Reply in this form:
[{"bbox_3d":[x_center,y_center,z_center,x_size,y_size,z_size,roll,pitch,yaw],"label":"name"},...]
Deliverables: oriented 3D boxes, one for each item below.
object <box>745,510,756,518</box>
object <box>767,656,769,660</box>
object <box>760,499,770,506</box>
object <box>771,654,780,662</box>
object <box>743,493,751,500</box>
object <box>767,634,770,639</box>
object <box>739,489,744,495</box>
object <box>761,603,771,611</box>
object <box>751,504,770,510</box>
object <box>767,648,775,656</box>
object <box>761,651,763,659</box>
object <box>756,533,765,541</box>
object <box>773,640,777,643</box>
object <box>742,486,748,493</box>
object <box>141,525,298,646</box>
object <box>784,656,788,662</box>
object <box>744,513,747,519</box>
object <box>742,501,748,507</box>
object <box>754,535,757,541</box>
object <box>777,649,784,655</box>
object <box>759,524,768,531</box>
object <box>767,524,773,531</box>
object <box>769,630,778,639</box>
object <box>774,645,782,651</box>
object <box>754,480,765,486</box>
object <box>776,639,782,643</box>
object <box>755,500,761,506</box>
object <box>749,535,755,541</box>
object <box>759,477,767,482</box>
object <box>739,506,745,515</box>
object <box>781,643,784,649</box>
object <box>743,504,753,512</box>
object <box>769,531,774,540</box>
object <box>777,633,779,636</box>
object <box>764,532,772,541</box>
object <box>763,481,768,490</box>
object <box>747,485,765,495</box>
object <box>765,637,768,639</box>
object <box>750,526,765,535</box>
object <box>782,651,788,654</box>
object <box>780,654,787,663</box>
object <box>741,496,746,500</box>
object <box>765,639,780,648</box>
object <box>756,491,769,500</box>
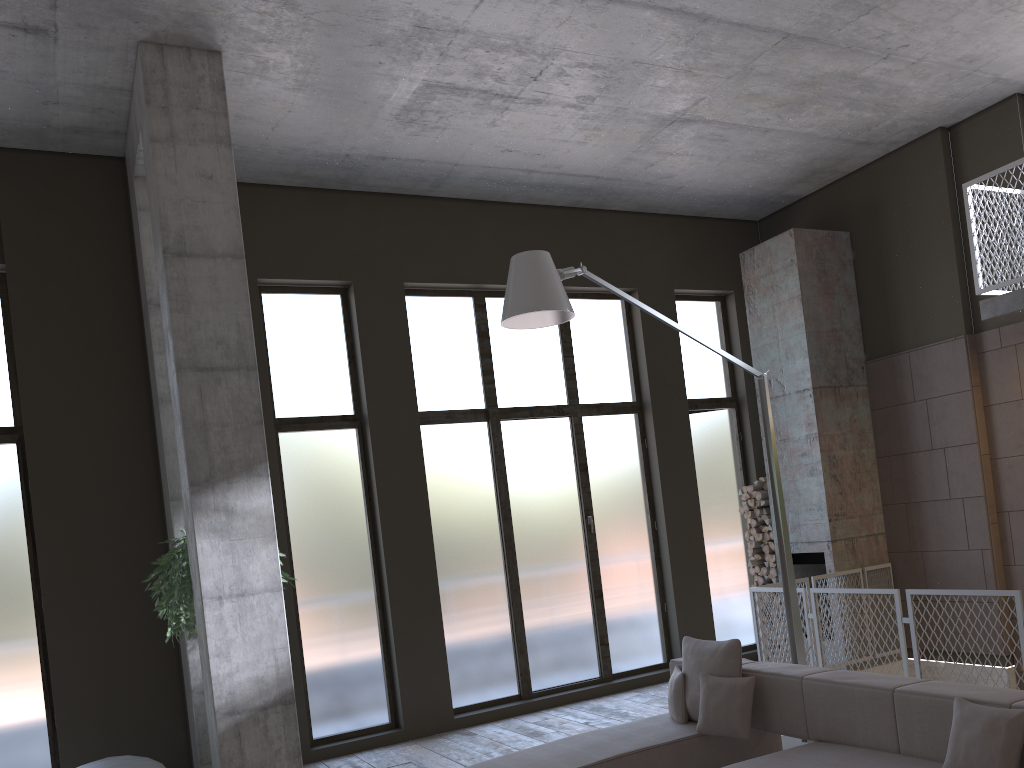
[{"bbox_3d":[2.860,1.459,9.952,0.477,0.083,0.095,-2,-7,-28],"label":"object"},{"bbox_3d":[3.058,3.100,10.016,0.420,0.067,0.068,-2,-7,-28],"label":"object"},{"bbox_3d":[2.952,1.305,9.771,0.420,0.067,0.067,-2,-7,-28],"label":"object"},{"bbox_3d":[3.126,3.061,9.876,0.477,0.083,0.095,-2,-7,-28],"label":"object"},{"bbox_3d":[2.823,1.260,9.958,0.433,0.079,0.114,-2,-8,-28],"label":"object"},{"bbox_3d":[3.028,2.837,9.938,0.330,0.056,0.090,-2,-8,-28],"label":"object"},{"bbox_3d":[2.777,1.223,10.058,0.421,0.068,0.068,-2,-7,-28],"label":"object"},{"bbox_3d":[2.984,2.506,9.937,0.477,0.083,0.095,-2,-7,-28],"label":"object"},{"bbox_3d":[2.903,1.373,9.905,0.433,0.079,0.116,-2,-8,-28],"label":"object"},{"bbox_3d":[3.074,3.014,9.981,0.435,0.093,0.094,-2,-7,-28],"label":"object"},{"bbox_3d":[2.993,3.086,10.057,0.362,0.124,0.064,-2,-4,-29],"label":"object"},{"bbox_3d":[2.966,1.703,9.893,0.477,0.083,0.095,-2,-7,-28],"label":"object"},{"bbox_3d":[3.083,2.863,9.895,0.357,0.074,0.065,-2,-6,-29],"label":"object"},{"bbox_3d":[2.829,1.194,10.016,0.453,0.090,0.092,-2,-7,-29],"label":"object"},{"bbox_3d":[-2.084,1.817,6.220,1.009,1.851,0.966,-8,-3,28],"label":"object"},{"bbox_3d":[3.216,3.018,9.731,0.435,0.091,0.093,-2,-7,-28],"label":"object"},{"bbox_3d":[2.829,1.484,10.020,0.420,0.067,0.068,-2,-7,-28],"label":"object"},{"bbox_3d":[2.816,1.358,10.045,0.423,0.086,0.067,-2,-6,-30],"label":"object"},{"bbox_3d":[2.935,1.728,9.961,0.420,0.067,0.068,-2,-7,-28],"label":"object"},{"bbox_3d":[3.169,2.975,9.828,0.433,0.079,0.116,-2,-8,-28],"label":"object"},{"bbox_3d":[2.971,1.625,9.941,0.361,0.086,0.103,-2,-7,-28],"label":"object"},{"bbox_3d":[3.025,1.578,9.769,0.420,0.072,0.072,-2,-7,-28],"label":"object"},{"bbox_3d":[3.086,2.787,9.861,0.453,0.089,0.092,-2,-7,-29],"label":"object"},{"bbox_3d":[3.131,2.982,9.924,0.361,0.086,0.103,-2,-7,-28],"label":"object"},{"bbox_3d":[2.882,1.114,9.888,0.357,0.073,0.066,-2,-6,-29],"label":"object"},{"bbox_3d":[3.124,2.830,9.803,0.362,0.067,0.124,-2,-9,-26],"label":"object"},{"bbox_3d":[2.916,1.322,9.843,0.420,0.066,0.068,-2,-7,-28],"label":"object"},{"bbox_3d":[2.898,1.742,10.033,0.420,0.067,0.068,-2,-7,-28],"label":"object"},{"bbox_3d":[2.928,1.064,9.845,0.330,0.055,0.089,-2,-8,-28],"label":"object"},{"bbox_3d":[2.797,1.431,10.059,0.435,0.092,0.093,-2,-7,-28],"label":"object"},{"bbox_3d":[3.158,2.887,9.776,0.423,0.084,0.067,-2,-6,-30],"label":"object"},{"bbox_3d":[2.830,1.389,9.980,0.453,0.089,0.092,-2,-7,-28],"label":"object"},{"bbox_3d":[3.056,1.661,9.748,0.435,0.091,0.093,-2,-7,-28],"label":"object"},{"bbox_3d":[3.142,2.762,9.813,0.421,0.071,0.068,-2,-7,-28],"label":"object"},{"bbox_3d":[3.021,1.685,9.827,0.453,0.089,0.092,-2,-7,-28],"label":"object"},{"bbox_3d":[2.965,1.139,9.857,0.292,0.107,0.101,-3,-6,-27],"label":"object"},{"bbox_3d":[2.797,1.185,9.896,0.290,0.102,0.105,-2,-7,-28],"label":"object"},{"bbox_3d":[3.002,2.921,10.032,0.291,0.102,0.102,-3,-6,-26],"label":"object"},{"bbox_3d":[2.915,1.657,9.998,0.435,0.093,0.094,-2,-7,-28],"label":"object"},{"bbox_3d":[3.184,2.936,9.752,0.420,0.072,0.072,-2,-7,-28],"label":"object"},{"bbox_3d":[3.181,3.043,9.810,0.453,0.089,0.092,-2,-7,-28],"label":"object"},{"bbox_3d":[2.812,1.289,10.063,0.362,0.068,0.124,-2,-8,-26],"label":"object"},{"bbox_3d":[3.007,2.913,9.928,0.292,0.106,0.100,-3,-6,-27],"label":"object"},{"bbox_3d":[2.919,1.235,9.806,0.435,0.092,0.095,-2,-7,-28],"label":"object"}]
